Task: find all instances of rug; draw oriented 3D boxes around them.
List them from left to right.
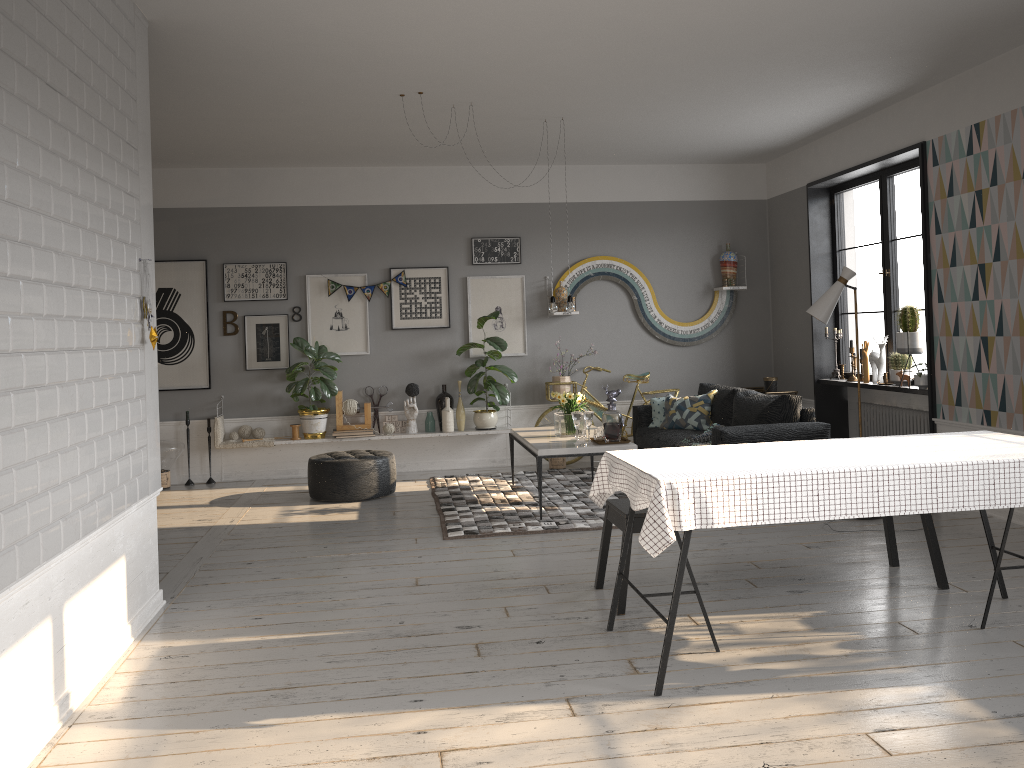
[{"bbox_3d":[0.264,0.893,7.089,1.770,0.034,2.529,-2,3,-8],"label":"rug"}]

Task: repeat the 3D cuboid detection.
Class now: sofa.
[{"bbox_3d":[1.726,0.444,7.484,0.970,0.797,2.343,-2,3,-8],"label":"sofa"}]

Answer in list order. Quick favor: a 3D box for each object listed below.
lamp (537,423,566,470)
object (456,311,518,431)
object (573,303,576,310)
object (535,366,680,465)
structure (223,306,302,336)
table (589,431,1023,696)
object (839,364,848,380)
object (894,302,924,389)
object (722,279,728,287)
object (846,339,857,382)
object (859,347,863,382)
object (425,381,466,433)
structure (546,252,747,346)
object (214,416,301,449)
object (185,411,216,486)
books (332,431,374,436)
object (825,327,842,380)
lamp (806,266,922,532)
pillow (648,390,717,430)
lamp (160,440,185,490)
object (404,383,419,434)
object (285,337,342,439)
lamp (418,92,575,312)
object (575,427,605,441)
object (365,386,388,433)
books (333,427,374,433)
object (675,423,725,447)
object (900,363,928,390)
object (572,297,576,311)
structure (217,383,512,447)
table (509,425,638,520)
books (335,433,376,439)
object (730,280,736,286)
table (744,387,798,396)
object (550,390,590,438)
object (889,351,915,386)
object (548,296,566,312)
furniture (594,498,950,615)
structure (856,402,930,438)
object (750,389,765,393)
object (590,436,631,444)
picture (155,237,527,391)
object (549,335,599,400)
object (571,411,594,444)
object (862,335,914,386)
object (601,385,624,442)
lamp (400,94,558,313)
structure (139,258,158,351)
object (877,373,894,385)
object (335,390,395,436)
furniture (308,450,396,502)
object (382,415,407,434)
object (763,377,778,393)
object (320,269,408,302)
[{"bbox_3d":[0.429,0.598,8.482,0.432,0.437,0.433,-1,1,23],"label":"lamp"},{"bbox_3d":[-0.241,-0.131,8.600,0.566,1.150,0.416,-2,0,32],"label":"object"},{"bbox_3d":[0.605,-0.761,8.815,0.062,0.081,0.062,-3,1,-32],"label":"object"},{"bbox_3d":[1.018,0.298,8.774,1.627,0.970,0.426,-3,0,-16],"label":"object"},{"bbox_3d":[-2.399,-0.607,8.523,0.739,0.263,0.024,-2,0,-8],"label":"structure"},{"bbox_3d":[1.403,0.672,3.664,2.026,0.784,0.932,-2,2,-8],"label":"table"},{"bbox_3d":[3.034,-0.118,8.121,0.084,0.151,0.084,-2,0,-4],"label":"object"},{"bbox_3d":[3.072,-0.305,6.827,0.229,0.670,0.235,-2,0,-37],"label":"object"},{"bbox_3d":[2.158,-1.021,8.953,0.060,0.079,0.060,-2,1,-19],"label":"object"},{"bbox_3d":[2.996,-0.210,7.789,0.123,0.375,0.123,-2,0,-3],"label":"object"},{"bbox_3d":[3.057,-0.171,7.725,0.075,0.301,0.076,-2,0,23],"label":"object"},{"bbox_3d":[-0.652,0.216,8.573,0.331,0.488,0.286,-1,1,43],"label":"object"},{"bbox_3d":[1.369,-0.843,8.906,2.022,0.956,0.267,-2,0,-8],"label":"structure"},{"bbox_3d":[-2.381,0.438,8.336,0.785,0.307,0.329,-2,2,-7],"label":"object"},{"bbox_3d":[-2.943,0.590,8.320,0.280,0.701,0.091,-2,0,-15],"label":"object"},{"bbox_3d":[-1.512,0.462,8.445,0.384,0.029,0.260,-2,3,-7],"label":"books"},{"bbox_3d":[2.949,-0.283,8.111,0.144,0.490,0.162,-2,0,28],"label":"object"},{"bbox_3d":[2.574,0.043,5.900,1.247,1.703,0.679,-2,0,-10],"label":"lamp"},{"bbox_3d":[1.582,0.234,8.094,0.444,0.362,0.798,-3,3,-26],"label":"pillow"},{"bbox_3d":[-3.233,0.743,8.135,0.432,0.437,0.433,-2,1,14],"label":"lamp"},{"bbox_3d":[-0.966,0.232,8.545,0.155,0.483,0.136,-2,0,-8],"label":"object"},{"bbox_3d":[-1.873,0.033,8.346,0.510,0.964,0.545,-2,0,-22],"label":"object"},{"bbox_3d":[-0.085,-1.286,6.524,1.397,1.536,0.074,-3,0,-39],"label":"lamp"},{"bbox_3d":[0.634,0.376,6.543,0.279,0.087,0.246,-4,3,-30],"label":"object"},{"bbox_3d":[-1.317,0.250,8.627,0.221,0.464,0.019,-2,-1,-8],"label":"object"},{"bbox_3d":[-1.517,0.439,8.455,0.379,0.017,0.229,-3,3,-11],"label":"books"},{"bbox_3d":[1.520,0.512,6.844,0.490,0.329,0.667,-2,3,-13],"label":"object"},{"bbox_3d":[3.078,-0.062,6.651,0.246,0.204,0.171,-2,1,-5],"label":"object"},{"bbox_3d":[0.591,-0.784,8.734,0.086,0.140,0.086,-2,1,-15],"label":"object"},{"bbox_3d":[-1.386,0.302,8.500,2.776,0.487,0.308,-2,1,-8],"label":"structure"},{"bbox_3d":[0.442,0.658,6.889,0.732,0.510,1.457,-2,3,-8],"label":"table"},{"bbox_3d":[-1.500,0.485,8.452,0.368,0.021,0.296,-3,3,-13],"label":"books"},{"bbox_3d":[2.229,-1.022,8.929,0.050,0.058,0.050,-2,1,-18],"label":"object"},{"bbox_3d":[2.526,0.392,8.765,0.339,0.679,0.743,-2,2,-8],"label":"table"},{"bbox_3d":[0.453,0.226,6.891,0.325,0.351,0.352,-2,1,-6],"label":"object"},{"bbox_3d":[3.141,-0.131,7.132,0.213,0.283,0.234,-3,1,-34],"label":"object"},{"bbox_3d":[0.447,-0.788,8.700,0.197,0.166,0.060,-1,0,26],"label":"object"},{"bbox_3d":[1.272,0.797,4.439,1.669,0.456,0.466,-2,1,-8],"label":"furniture"},{"bbox_3d":[3.221,0.405,7.369,0.149,0.427,1.224,-2,3,-10],"label":"structure"},{"bbox_3d":[2.495,0.069,8.920,0.247,0.015,0.318,-2,3,-8],"label":"object"},{"bbox_3d":[0.711,0.410,6.434,0.247,0.015,0.318,-2,3,-8],"label":"object"},{"bbox_3d":[-3.204,-0.560,6.375,7.294,1.795,4.043,-2,3,-8],"label":"picture"},{"bbox_3d":[0.607,-0.162,8.702,0.488,0.641,0.253,-2,0,10],"label":"object"},{"bbox_3d":[0.513,0.316,6.396,0.167,0.227,0.082,-2,0,4],"label":"object"},{"bbox_3d":[3.072,-0.195,7.282,0.134,0.409,0.663,-2,2,-7],"label":"object"},{"bbox_3d":[0.724,0.212,6.374,0.155,0.417,0.148,-2,0,12],"label":"object"},{"bbox_3d":[-0.216,-1.284,6.567,1.397,1.536,0.074,-3,0,-39],"label":"lamp"},{"bbox_3d":[-1.755,-0.383,4.271,0.078,0.447,0.134,-2,0,-20],"label":"structure"},{"bbox_3d":[3.069,-0.044,7.268,0.123,0.099,0.123,-1,2,15],"label":"object"},{"bbox_3d":[-1.402,0.276,8.468,0.546,0.440,0.238,-2,0,-8],"label":"object"},{"bbox_3d":[-1.347,0.761,7.462,0.736,0.357,0.735,-3,3,-21],"label":"furniture"},{"bbox_3d":[-1.128,0.387,8.615,0.265,0.173,0.078,-2,0,-2],"label":"object"},{"bbox_3d":[2.502,0.019,8.564,0.141,0.160,0.138,-1,1,30],"label":"object"},{"bbox_3d":[-1.441,-0.962,8.631,0.914,0.340,0.057,-2,0,-8],"label":"object"}]
